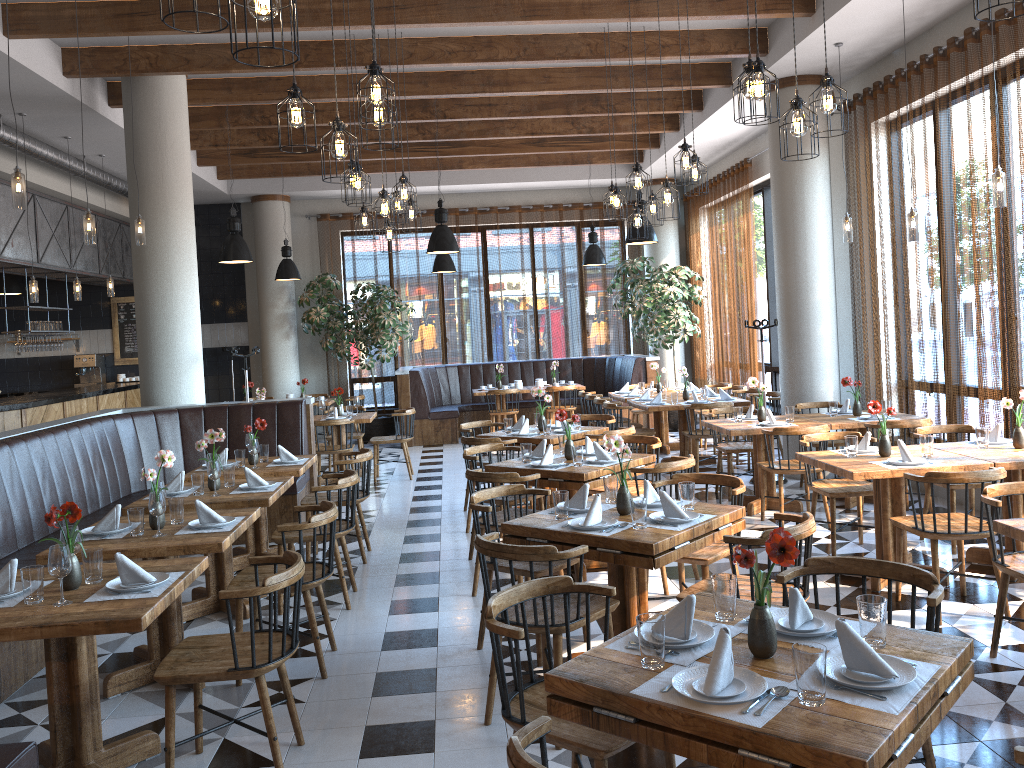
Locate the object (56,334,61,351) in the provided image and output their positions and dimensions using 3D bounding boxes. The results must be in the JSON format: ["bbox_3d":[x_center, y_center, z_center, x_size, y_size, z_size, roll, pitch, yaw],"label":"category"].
[{"bbox_3d":[-6.074,-0.554,11.840,0.081,0.215,0.081,-3,1,-13],"label":"object"}]

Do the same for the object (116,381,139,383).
[{"bbox_3d":[-6.195,-0.044,14.419,0.437,0.018,0.273,-3,4,-4],"label":"object"}]

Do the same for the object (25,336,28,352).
[{"bbox_3d":[-6.164,-0.514,11.262,0.081,0.215,0.081,-3,1,-13],"label":"object"}]

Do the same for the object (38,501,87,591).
[{"bbox_3d":[-1.735,0.628,3.430,0.156,0.355,0.171,-3,2,-11],"label":"object"}]

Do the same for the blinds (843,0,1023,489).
[{"bbox_3d":[3.731,-0.858,5.391,0.160,3.577,7.275,-3,3,-4],"label":"blinds"}]

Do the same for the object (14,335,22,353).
[{"bbox_3d":[-6.147,-0.500,11.025,0.081,0.215,0.081,-3,1,-13],"label":"object"}]

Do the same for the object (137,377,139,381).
[{"bbox_3d":[-6.045,-0.075,14.385,0.079,0.066,0.098,-3,3,8],"label":"object"}]

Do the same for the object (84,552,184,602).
[{"bbox_3d":[-1.469,0.721,3.461,0.272,0.137,0.352,-3,3,-4],"label":"object"}]

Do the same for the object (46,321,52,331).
[{"bbox_3d":[-6.067,-0.757,11.581,0.080,0.132,0.080,-2,2,26],"label":"object"}]

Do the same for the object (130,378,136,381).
[{"bbox_3d":[-6.142,-0.069,14.378,0.079,0.066,0.098,-3,3,8],"label":"object"}]

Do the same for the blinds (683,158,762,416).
[{"bbox_3d":[3.141,-1.320,13.423,0.155,3.578,3.202,-3,2,-4],"label":"blinds"}]

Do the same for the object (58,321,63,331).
[{"bbox_3d":[-6.093,-0.777,11.933,0.080,0.132,0.080,-2,2,26],"label":"object"}]

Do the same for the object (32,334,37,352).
[{"bbox_3d":[-6.023,-0.515,11.153,0.081,0.215,0.081,-3,1,-13],"label":"object"}]

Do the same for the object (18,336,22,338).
[{"bbox_3d":[-8.147,-0.770,14.624,0.099,0.051,0.099,-4,3,-18],"label":"object"}]

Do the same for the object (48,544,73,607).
[{"bbox_3d":[-1.666,0.704,3.271,0.081,0.215,0.081,-3,1,-13],"label":"object"}]

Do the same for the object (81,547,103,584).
[{"bbox_3d":[-1.678,0.730,3.548,0.080,0.132,0.080,-4,2,-19],"label":"object"}]

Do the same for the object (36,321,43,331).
[{"bbox_3d":[-6.049,-0.743,11.346,0.080,0.132,0.080,-2,2,26],"label":"object"}]

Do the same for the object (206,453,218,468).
[{"bbox_3d":[-1.964,0.564,5.819,0.081,0.215,0.081,-4,2,-41],"label":"object"}]

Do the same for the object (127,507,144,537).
[{"bbox_3d":[-1.868,0.687,4.405,0.080,0.132,0.080,-3,2,-4],"label":"object"}]

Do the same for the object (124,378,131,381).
[{"bbox_3d":[-6.240,-0.063,14.370,0.079,0.066,0.098,-3,3,8],"label":"object"}]

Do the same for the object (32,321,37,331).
[{"bbox_3d":[-6.181,-0.743,11.454,0.080,0.132,0.080,-2,2,26],"label":"object"}]

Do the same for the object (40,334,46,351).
[{"bbox_3d":[-6.041,-0.528,11.390,0.081,0.215,0.081,-3,1,-13],"label":"object"}]

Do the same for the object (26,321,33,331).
[{"bbox_3d":[-6.172,-0.736,11.337,0.080,0.132,0.080,-2,2,26],"label":"object"}]

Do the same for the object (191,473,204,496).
[{"bbox_3d":[-1.949,0.624,5.504,0.080,0.132,0.080,-3,2,-4],"label":"object"}]

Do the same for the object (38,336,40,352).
[{"bbox_3d":[-6.190,-0.535,11.617,0.081,0.215,0.081,-3,1,-13],"label":"object"}]

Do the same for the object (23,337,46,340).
[{"bbox_3d":[-7.878,-0.759,14.653,0.351,0.060,0.232,-3,3,8],"label":"object"}]

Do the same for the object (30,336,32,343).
[{"bbox_3d":[-6.173,-0.521,11.380,0.081,0.215,0.081,-3,1,-13],"label":"object"}]

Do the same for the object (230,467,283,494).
[{"bbox_3d":[-1.632,0.595,5.662,0.272,0.137,0.352,-3,3,-4],"label":"object"}]

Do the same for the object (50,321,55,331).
[{"bbox_3d":[-6.075,-0.764,11.698,0.080,0.132,0.080,-2,2,26],"label":"object"}]

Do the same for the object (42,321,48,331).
[{"bbox_3d":[-6.058,-0.750,11.463,0.080,0.132,0.080,-2,2,26],"label":"object"}]

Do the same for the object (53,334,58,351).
[{"bbox_3d":[-6.066,-0.548,11.737,0.081,0.215,0.081,-3,1,-13],"label":"object"}]

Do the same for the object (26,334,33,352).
[{"bbox_3d":[-6.014,-0.508,11.035,0.081,0.215,0.081,-3,1,-13],"label":"object"}]

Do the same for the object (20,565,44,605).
[{"bbox_3d":[-1.786,0.750,3.305,0.080,0.132,0.080,-3,2,-4],"label":"object"}]

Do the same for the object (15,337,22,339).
[{"bbox_3d":[-8.142,-0.753,14.627,0.099,0.048,0.100,-2,3,14],"label":"object"}]

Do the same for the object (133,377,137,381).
[{"bbox_3d":[-6.151,-0.075,14.486,0.079,0.066,0.098,-3,3,8],"label":"object"}]

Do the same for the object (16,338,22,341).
[{"bbox_3d":[-8.141,-0.732,14.629,0.100,0.036,0.100,-3,3,-8],"label":"object"}]

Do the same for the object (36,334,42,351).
[{"bbox_3d":[-6.032,-0.522,11.271,0.081,0.215,0.081,-3,1,-13],"label":"object"}]

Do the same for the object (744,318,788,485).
[{"bbox_3d":[2.563,0.171,8.985,0.375,1.657,0.374,-4,1,-22],"label":"object"}]

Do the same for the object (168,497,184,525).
[{"bbox_3d":[-1.760,0.666,4.649,0.080,0.132,0.080,-4,2,-19],"label":"object"}]

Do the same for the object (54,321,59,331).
[{"bbox_3d":[-6.084,-0.770,11.815,0.080,0.132,0.080,-2,2,26],"label":"object"}]

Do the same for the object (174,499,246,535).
[{"bbox_3d":[-1.550,0.658,4.557,0.272,0.137,0.352,-3,3,-4],"label":"object"}]

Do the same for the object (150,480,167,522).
[{"bbox_3d":[-1.883,0.627,4.721,0.081,0.215,0.081,-2,2,27],"label":"object"}]

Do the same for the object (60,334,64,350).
[{"bbox_3d":[-6.082,-0.560,11.946,0.081,0.215,0.081,-3,1,-13],"label":"object"}]

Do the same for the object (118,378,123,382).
[{"bbox_3d":[-6.337,-0.058,14.363,0.079,0.066,0.098,-3,3,8],"label":"object"}]

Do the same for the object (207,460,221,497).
[{"bbox_3d":[-1.826,0.579,5.441,0.081,0.215,0.081,-4,2,-41],"label":"object"}]

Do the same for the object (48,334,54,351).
[{"bbox_3d":[-6.058,-0.542,11.626,0.081,0.215,0.081,-3,1,-13],"label":"object"}]

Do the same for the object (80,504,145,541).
[{"bbox_3d":[-2.074,0.688,4.527,0.272,0.137,0.352,-3,3,-4],"label":"object"}]

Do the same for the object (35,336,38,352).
[{"bbox_3d":[-6.182,-0.528,11.498,0.081,0.215,0.081,-3,1,-13],"label":"object"}]

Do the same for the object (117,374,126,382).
[{"bbox_3d":[-6.469,-0.100,14.679,0.129,0.128,0.130,-1,3,42],"label":"object"}]

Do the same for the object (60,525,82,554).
[{"bbox_3d":[-1.801,0.690,3.620,0.081,0.215,0.081,-2,2,27],"label":"object"}]

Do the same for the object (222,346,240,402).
[{"bbox_3d":[-4.580,0.205,14.603,0.374,1.657,0.375,-3,1,18],"label":"object"}]

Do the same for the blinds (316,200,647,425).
[{"bbox_3d":[-0.458,-1.239,15.210,5.543,3.579,0.155,-3,1,-4],"label":"blinds"}]

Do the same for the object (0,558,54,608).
[{"bbox_3d":[-1.993,0.751,3.432,0.272,0.137,0.352,-3,3,-4],"label":"object"}]

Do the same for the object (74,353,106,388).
[{"bbox_3d":[-6.970,-0.220,14.558,0.356,0.569,0.550,-3,2,-4],"label":"object"}]

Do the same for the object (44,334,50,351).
[{"bbox_3d":[-6.049,-0.535,11.508,0.081,0.215,0.081,-3,1,-13],"label":"object"}]

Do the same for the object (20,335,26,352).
[{"bbox_3d":[-6.155,-0.507,11.143,0.081,0.215,0.081,-3,1,-13],"label":"object"}]

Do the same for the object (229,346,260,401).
[{"bbox_3d":[-2.577,0.461,8.701,0.375,1.657,0.374,-4,1,-27],"label":"object"}]

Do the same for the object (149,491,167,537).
[{"bbox_3d":[-1.747,0.641,4.371,0.081,0.215,0.081,-3,1,-13],"label":"object"}]
